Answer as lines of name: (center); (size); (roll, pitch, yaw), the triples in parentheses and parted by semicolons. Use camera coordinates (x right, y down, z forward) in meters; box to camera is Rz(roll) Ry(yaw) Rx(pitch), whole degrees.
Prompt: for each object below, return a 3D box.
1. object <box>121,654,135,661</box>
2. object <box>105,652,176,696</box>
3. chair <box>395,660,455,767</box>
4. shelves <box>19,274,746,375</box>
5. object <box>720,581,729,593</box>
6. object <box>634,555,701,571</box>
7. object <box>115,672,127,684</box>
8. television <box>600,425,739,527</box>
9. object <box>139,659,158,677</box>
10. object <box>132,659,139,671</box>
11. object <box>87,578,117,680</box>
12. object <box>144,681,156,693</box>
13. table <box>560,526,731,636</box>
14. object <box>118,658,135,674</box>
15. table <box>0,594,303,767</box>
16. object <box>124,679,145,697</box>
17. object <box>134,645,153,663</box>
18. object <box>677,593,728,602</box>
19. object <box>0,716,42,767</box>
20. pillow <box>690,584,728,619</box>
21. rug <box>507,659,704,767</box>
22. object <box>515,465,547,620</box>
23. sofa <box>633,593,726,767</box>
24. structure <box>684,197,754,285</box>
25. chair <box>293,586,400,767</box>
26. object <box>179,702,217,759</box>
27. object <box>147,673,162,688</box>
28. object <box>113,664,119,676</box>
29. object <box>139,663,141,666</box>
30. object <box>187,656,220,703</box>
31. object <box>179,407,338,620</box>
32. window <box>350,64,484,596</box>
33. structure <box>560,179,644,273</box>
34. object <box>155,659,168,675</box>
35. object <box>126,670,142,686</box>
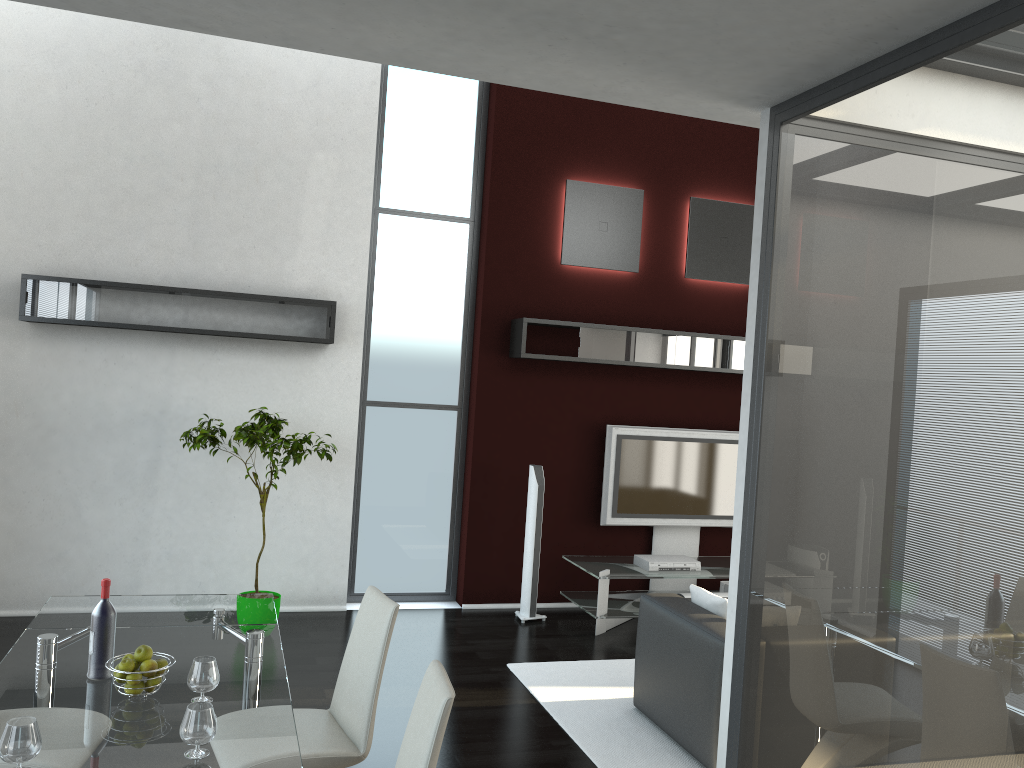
object: (-1.227, 0.891, 2.843); (0.047, 0.048, 0.047); (4, 0, 35)
object: (-1.177, 0.931, 2.806); (0.206, 0.105, 0.206); (4, 0, 27)
chair: (-0.502, 1.289, 2.449); (0.612, 0.959, 0.471); (4, 0, -13)
shelves: (0.128, -0.349, 6.877); (6.988, 0.301, 0.305); (4, 0, -18)
object: (1.994, 1.714, 7.262); (0.449, 0.106, 0.412); (4, 0, -18)
object: (1.203, 1.390, 6.882); (0.439, 0.073, 0.273); (4, 0, -18)
object: (-1.213, 0.911, 2.760); (0.040, 0.040, 0.039); (4, 0, -26)
television: (1.420, 0.774, 7.321); (1.436, 0.807, 0.099); (4, 0, -18)
object: (-1.137, 0.891, 2.779); (0.050, 0.054, 0.055); (4, 1, 42)
object: (-1.193, 0.887, 2.787); (0.040, 0.038, 0.040); (4, 1, 44)
object: (-1.359, 0.811, 2.949); (0.082, 0.326, 0.082); (4, 0, 3)
object: (-1.152, 0.961, 2.818); (0.038, 0.038, 0.038); (4, 0, -14)
table: (1.489, 1.327, 7.075); (2.046, 1.093, 0.771); (4, 0, -18)
object: (-1.194, 0.875, 2.748); (0.047, 0.045, 0.047); (4, 0, -17)
table: (-1.184, 1.355, 2.726); (0.940, 0.731, 2.720); (4, 0, -18)
object: (-1.182, 0.948, 2.777); (0.061, 0.056, 0.059); (4, 0, 27)
object: (-1.164, 0.853, 2.802); (0.055, 0.056, 0.055); (4, 0, -18)
object: (1.521, 1.674, 6.903); (0.470, 0.090, 0.182); (4, 0, -18)
object: (-1.249, 0.921, 2.252); (0.098, 0.132, 0.098); (4, 0, 2)
pillow: (1.106, 1.295, 4.791); (0.186, 0.358, 0.376); (4, 0, -16)
rug: (1.995, 1.916, 5.305); (3.695, 0.009, 1.875); (4, 0, -18)
object: (0.155, 1.193, 6.746); (0.228, 1.141, 0.215); (4, 0, -33)
sofa: (2.131, 1.584, 4.981); (2.781, 0.652, 0.943); (4, 0, -18)
structure: (1.782, -1.201, 7.508); (0.678, 0.676, 0.055); (4, 0, -18)
chair: (-0.769, 1.266, 3.250); (0.612, 0.959, 0.471); (4, 0, -28)
object: (-0.857, 0.946, 2.425); (0.098, 0.132, 0.098); (4, 0, 2)
object: (-1.126, 0.933, 2.791); (0.045, 0.042, 0.045); (4, 0, -23)
object: (-1.226, 0.909, 2.799); (0.058, 0.058, 0.058); (4, 0, 39)
object: (-1.183, 0.881, 2.838); (0.040, 0.043, 0.044); (4, 0, -3)
object: (-0.976, 0.935, 2.805); (0.098, 0.132, 0.098); (4, 0, 2)
object: (-1.721, 0.911, 5.940); (0.994, 1.515, 0.646); (4, 0, -26)
window: (-0.738, -0.527, 6.995); (0.800, 4.400, 0.025); (4, 0, -18)
structure: (0.728, -1.269, 7.173); (0.678, 0.676, 0.055); (4, 0, -18)
object: (-1.127, 0.904, 2.833); (0.055, 0.048, 0.054); (4, 0, -24)
object: (-1.170, 0.911, 2.747); (0.047, 0.045, 0.047); (4, 0, -13)
